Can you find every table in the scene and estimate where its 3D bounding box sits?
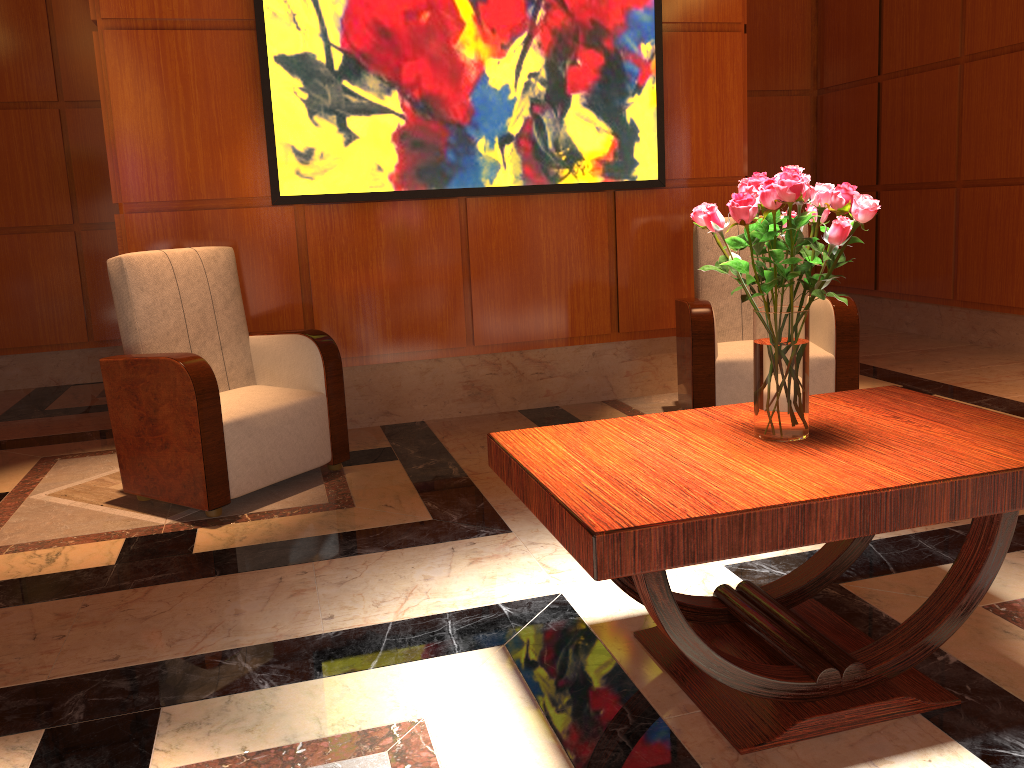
[{"bbox_3d":[0.609,0.386,2.000,1.168,0.531,0.729,-6,11,-15],"label":"table"}]

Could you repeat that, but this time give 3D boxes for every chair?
[{"bbox_3d":[-1.161,-0.067,3.572,0.629,0.955,0.742,4,12,33],"label":"chair"},{"bbox_3d":[1.179,-0.310,4.206,0.737,0.955,0.633,-2,10,4],"label":"chair"}]

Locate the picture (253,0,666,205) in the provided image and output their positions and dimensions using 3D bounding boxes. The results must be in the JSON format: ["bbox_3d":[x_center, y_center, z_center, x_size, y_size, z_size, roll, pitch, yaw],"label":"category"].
[{"bbox_3d":[-0.205,-1.786,4.266,1.998,1.725,0.057,-6,10,-15],"label":"picture"}]

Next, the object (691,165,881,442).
[{"bbox_3d":[0.588,-0.175,1.942,0.350,0.592,0.329,-2,10,5],"label":"object"}]
